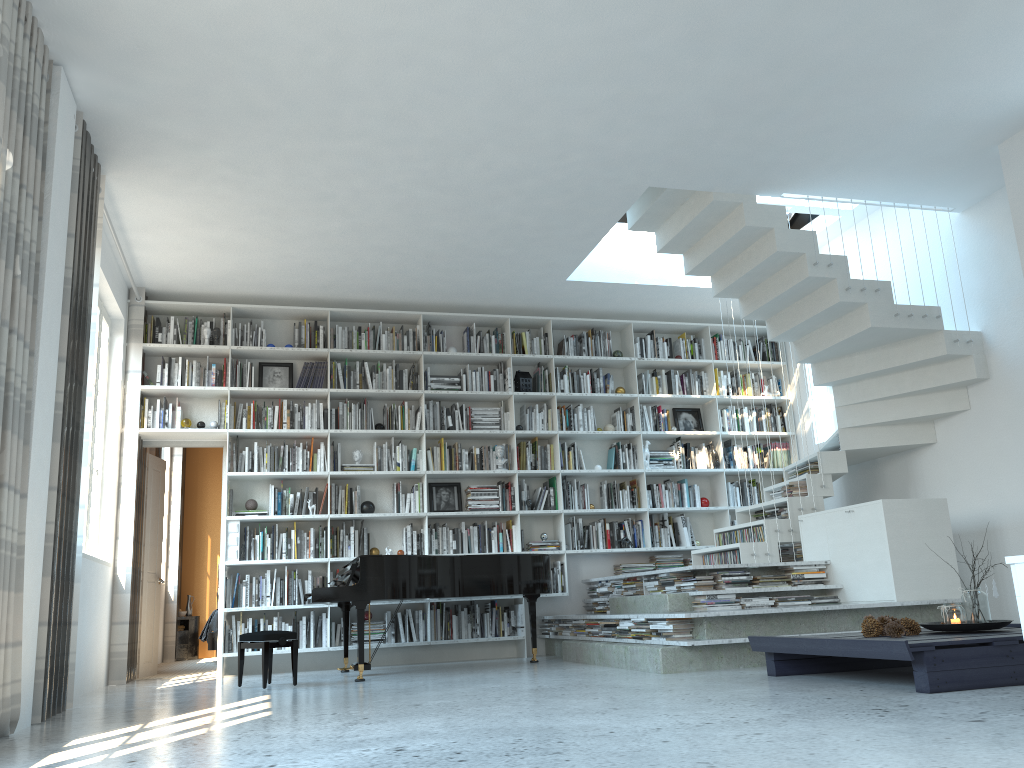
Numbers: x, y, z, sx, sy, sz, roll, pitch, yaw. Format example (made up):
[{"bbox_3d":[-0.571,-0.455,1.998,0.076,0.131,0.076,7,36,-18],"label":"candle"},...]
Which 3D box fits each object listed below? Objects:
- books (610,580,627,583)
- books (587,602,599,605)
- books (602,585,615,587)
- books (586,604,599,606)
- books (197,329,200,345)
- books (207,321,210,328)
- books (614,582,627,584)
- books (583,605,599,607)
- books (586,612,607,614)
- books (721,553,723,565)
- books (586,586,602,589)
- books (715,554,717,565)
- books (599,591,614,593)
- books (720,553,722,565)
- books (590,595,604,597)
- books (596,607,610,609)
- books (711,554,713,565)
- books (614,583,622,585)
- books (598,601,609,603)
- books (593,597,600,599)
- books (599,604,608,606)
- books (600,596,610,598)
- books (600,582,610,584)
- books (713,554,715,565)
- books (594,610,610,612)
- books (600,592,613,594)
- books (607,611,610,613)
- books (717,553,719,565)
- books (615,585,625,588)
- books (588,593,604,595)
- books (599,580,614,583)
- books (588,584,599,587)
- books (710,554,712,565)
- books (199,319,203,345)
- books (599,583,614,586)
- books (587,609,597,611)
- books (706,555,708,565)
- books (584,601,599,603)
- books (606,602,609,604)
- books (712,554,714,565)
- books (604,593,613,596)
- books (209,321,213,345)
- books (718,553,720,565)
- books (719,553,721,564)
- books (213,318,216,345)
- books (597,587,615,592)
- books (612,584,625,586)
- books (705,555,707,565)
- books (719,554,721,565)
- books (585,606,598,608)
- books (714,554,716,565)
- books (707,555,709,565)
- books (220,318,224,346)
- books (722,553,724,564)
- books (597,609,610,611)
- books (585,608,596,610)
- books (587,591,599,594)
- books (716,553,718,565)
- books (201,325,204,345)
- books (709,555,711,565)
[{"bbox_3d":[0.972,1.694,7.623,0.165,0.015,0.243,2,-15,-20],"label":"books"},{"bbox_3d":[0.787,2.019,8.164,0.152,0.015,0.208,0,-14,-11],"label":"books"},{"bbox_3d":[0.903,1.801,7.903,0.143,0.012,0.264,0,-14,-11],"label":"books"},{"bbox_3d":[0.786,2.030,8.161,0.159,0.009,0.211,0,-15,-12],"label":"books"},{"bbox_3d":[-2.756,-0.374,7.801,0.024,0.187,0.160,1,-14,-15],"label":"books"},{"bbox_3d":[-2.679,-0.404,7.833,0.021,0.252,0.179,1,-14,-15],"label":"books"},{"bbox_3d":[0.985,1.708,7.623,0.149,0.013,0.220,0,-15,-12],"label":"books"},{"bbox_3d":[0.779,2.038,8.157,0.184,0.006,0.263,1,-15,-14],"label":"books"},{"bbox_3d":[0.793,2.097,8.145,0.163,0.019,0.188,1,-15,-16],"label":"books"},{"bbox_3d":[1.788,1.452,7.307,0.125,0.125,0.007,1,-14,-15],"label":"books"},{"bbox_3d":[0.814,1.876,8.171,0.171,0.015,0.253,2,-15,-20],"label":"books"},{"bbox_3d":[1.761,1.477,7.401,0.125,0.125,0.008,1,-14,-15],"label":"books"},{"bbox_3d":[0.902,1.847,7.891,0.163,0.008,0.295,2,-15,-17],"label":"books"},{"bbox_3d":[1.784,1.456,7.321,0.125,0.125,0.007,1,-14,-15],"label":"books"},{"bbox_3d":[0.828,1.947,8.157,0.163,0.017,0.233,1,-15,-13],"label":"books"},{"bbox_3d":[0.862,1.983,7.860,0.180,0.016,0.183,2,-15,-18],"label":"books"},{"bbox_3d":[1.743,1.494,7.466,0.125,0.125,0.008,1,-14,-15],"label":"books"},{"bbox_3d":[0.986,1.719,7.621,0.160,0.010,0.180,1,-15,-15],"label":"books"},{"bbox_3d":[0.875,1.934,7.876,0.149,0.014,0.229,2,-15,-17],"label":"books"},{"bbox_3d":[0.842,1.962,8.157,0.134,0.014,0.181,2,-15,-18],"label":"books"},{"bbox_3d":[0.879,1.958,7.871,0.137,0.018,0.201,2,-15,-19],"label":"books"},{"bbox_3d":[0.902,1.888,7.880,0.173,0.016,0.233,1,-15,-16],"label":"books"},{"bbox_3d":[0.903,1.775,7.909,0.159,0.007,0.286,1,-15,-16],"label":"books"},{"bbox_3d":[1.751,1.487,7.437,0.125,0.125,0.009,1,-14,-15],"label":"books"},{"bbox_3d":[0.858,2.009,7.852,0.187,0.009,0.261,0,-15,-12],"label":"books"},{"bbox_3d":[0.906,1.855,7.890,0.152,0.009,0.260,2,-15,-18],"label":"books"},{"bbox_3d":[0.937,1.941,7.559,0.189,0.028,0.203,2,-15,-20],"label":"books"},{"bbox_3d":[1.769,1.469,7.371,0.125,0.125,0.009,1,-14,-15],"label":"books"},{"bbox_3d":[0.988,1.738,7.617,0.144,0.013,0.221,0,-15,-12],"label":"books"},{"bbox_3d":[0.819,1.930,8.158,0.175,0.017,0.266,0,-15,-12],"label":"books"},{"bbox_3d":[0.891,1.762,7.910,0.171,0.020,0.194,2,-15,-20],"label":"books"},{"bbox_3d":[0.823,1.856,8.179,0.159,0.011,0.246,2,-15,-18],"label":"books"},{"bbox_3d":[1.737,1.500,7.486,0.125,0.125,0.007,1,-14,-15],"label":"books"},{"bbox_3d":[-2.742,-0.415,7.823,0.013,0.274,0.159,1,-14,-15],"label":"books"},{"bbox_3d":[0.902,1.787,7.906,0.163,0.018,0.290,1,-15,-16],"label":"books"},{"bbox_3d":[0.801,2.076,8.153,0.147,0.014,0.293,1,-15,-15],"label":"books"},{"bbox_3d":[1.719,1.518,7.552,0.125,0.125,0.007,1,-14,-15],"label":"books"},{"bbox_3d":[0.781,2.007,8.165,0.174,0.009,0.240,1,-15,-13],"label":"books"},{"bbox_3d":[0.939,1.869,7.578,0.181,0.017,0.250,2,-15,-18],"label":"books"},{"bbox_3d":[1.747,1.491,7.452,0.125,0.125,0.007,1,-14,-15],"label":"books"},{"bbox_3d":[0.919,1.870,7.890,0.131,0.021,0.241,1,-15,-13],"label":"books"},{"bbox_3d":[-2.655,-0.407,7.837,0.027,0.258,0.147,1,-14,-15],"label":"books"},{"bbox_3d":[1.774,1.465,7.356,0.125,0.125,0.009,1,-14,-15],"label":"books"},{"bbox_3d":[1.780,1.459,7.335,0.125,0.125,0.008,1,-14,-15],"label":"books"},{"bbox_3d":[-2.640,-0.419,7.858,0.013,0.291,0.155,1,-14,-15],"label":"books"},{"bbox_3d":[0.888,1.828,7.892,0.189,0.030,0.238,2,-15,-18],"label":"books"},{"bbox_3d":[0.980,1.727,7.617,0.167,0.008,0.235,1,-15,-16],"label":"books"},{"bbox_3d":[1.714,1.522,7.568,0.125,0.125,0.008,1,-14,-15],"label":"books"},{"bbox_3d":[1.778,1.461,7.342,0.125,0.125,0.007,1,-14,-15],"label":"books"},{"bbox_3d":[0.792,2.052,8.157,0.159,0.012,0.279,1,-15,-16],"label":"books"},{"bbox_3d":[1.755,1.483,7.422,0.125,0.125,0.007,1,-14,-15],"label":"books"},{"bbox_3d":[1.723,1.514,7.537,0.125,0.125,0.009,1,-14,-15],"label":"books"},{"bbox_3d":[-2.571,-0.418,7.868,0.022,0.286,0.175,1,-14,-15],"label":"books"},{"bbox_3d":[1.792,1.448,7.293,0.125,0.125,0.007,1,-14,-15],"label":"books"},{"bbox_3d":[0.874,1.998,7.859,0.160,0.014,0.268,1,-15,-16],"label":"books"},{"bbox_3d":[0.790,2.063,8.153,0.170,0.012,0.215,1,-15,-15],"label":"books"},{"bbox_3d":[0.823,1.916,8.163,0.179,0.012,0.262,1,-15,-15],"label":"books"},{"bbox_3d":[1.765,1.473,7.386,0.125,0.125,0.009,1,-14,-15],"label":"books"},{"bbox_3d":[-2.724,-0.391,7.821,0.021,0.226,0.157,1,-14,-15],"label":"books"},{"bbox_3d":[1.733,1.504,7.501,0.125,0.125,0.008,1,-14,-15],"label":"books"}]
